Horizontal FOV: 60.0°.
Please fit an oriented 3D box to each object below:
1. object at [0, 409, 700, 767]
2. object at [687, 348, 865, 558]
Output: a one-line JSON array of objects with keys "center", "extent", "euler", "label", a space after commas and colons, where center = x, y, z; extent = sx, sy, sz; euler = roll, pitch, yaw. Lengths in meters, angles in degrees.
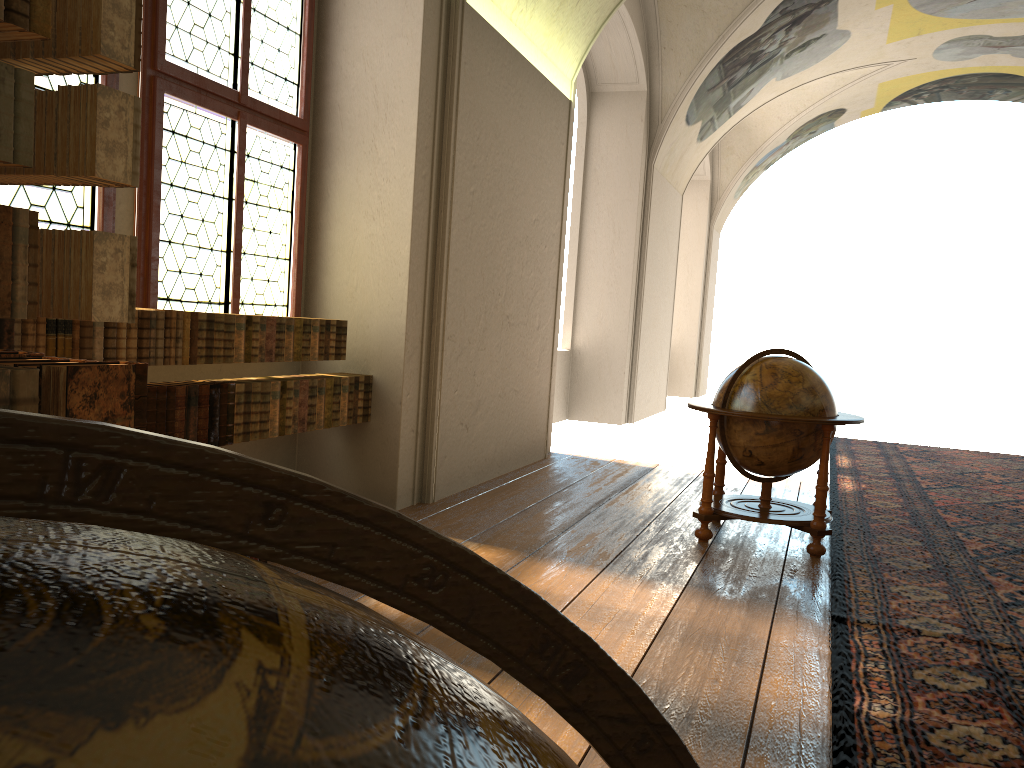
[{"center": [-0.298, 0.726, 0.394], "extent": [1.279, 1.451, 1.276], "euler": [2, 5, -18], "label": "object"}, {"center": [1.954, 0.456, 6.696], "extent": [1.279, 1.451, 1.276], "euler": [1, 5, -33], "label": "object"}]
